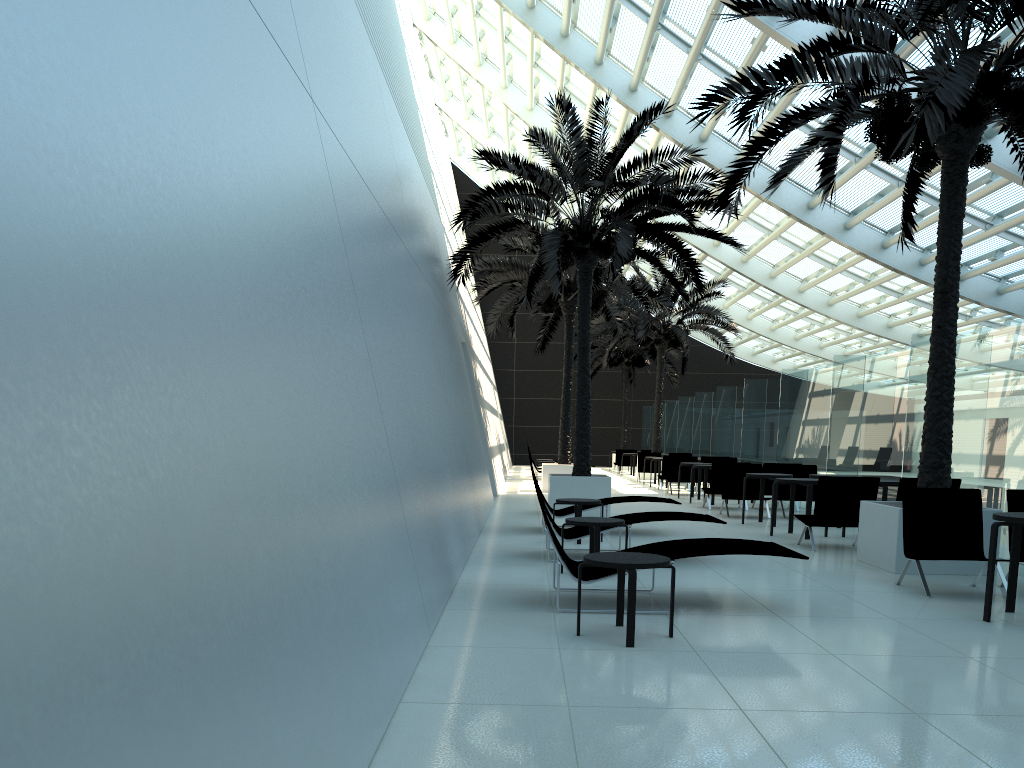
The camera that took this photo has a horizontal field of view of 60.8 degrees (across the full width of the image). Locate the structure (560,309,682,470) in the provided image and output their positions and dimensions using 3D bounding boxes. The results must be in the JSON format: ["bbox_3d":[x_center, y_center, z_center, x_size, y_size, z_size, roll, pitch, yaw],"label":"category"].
[{"bbox_3d":[4.804,0.038,35.825,4.455,7.090,4.759,-1,4,-21],"label":"structure"}]

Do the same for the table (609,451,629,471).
[{"bbox_3d":[4.247,3.056,34.442,0.678,0.788,0.675,-1,3,-42],"label":"table"}]

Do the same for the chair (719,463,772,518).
[{"bbox_3d":[3.949,1.791,14.640,0.716,0.896,0.880,1,2,1],"label":"chair"}]

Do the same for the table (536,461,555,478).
[{"bbox_3d":[1.079,2.708,27.513,0.551,0.522,0.552,2,2,44],"label":"table"}]

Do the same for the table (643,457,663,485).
[{"bbox_3d":[4.100,2.456,24.602,0.676,0.788,0.677,3,3,39],"label":"table"}]

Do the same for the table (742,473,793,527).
[{"bbox_3d":[3.921,1.769,13.357,0.676,0.788,0.677,3,3,39],"label":"table"}]

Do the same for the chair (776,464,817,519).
[{"bbox_3d":[4.881,1.807,14.627,0.716,0.896,0.880,1,2,1],"label":"chair"}]

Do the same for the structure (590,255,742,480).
[{"bbox_3d":[4.648,-0.459,27.685,4.823,7.092,4.393,1,4,-6],"label":"structure"}]

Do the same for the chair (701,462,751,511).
[{"bbox_3d":[3.991,1.896,16.348,0.716,0.896,0.880,1,2,1],"label":"chair"}]

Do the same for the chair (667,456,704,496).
[{"bbox_3d":[4.039,2.136,20.292,0.716,0.896,0.880,1,2,1],"label":"chair"}]

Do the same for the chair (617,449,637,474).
[{"bbox_3d":[4.219,2.824,31.562,0.716,0.896,0.880,1,2,1],"label":"chair"}]

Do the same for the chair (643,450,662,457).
[{"bbox_3d":[5.151,2.840,31.549,0.716,0.896,0.880,1,2,1],"label":"chair"}]

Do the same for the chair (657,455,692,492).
[{"bbox_3d":[4.081,2.240,21.989,0.716,0.896,0.880,1,2,1],"label":"chair"}]

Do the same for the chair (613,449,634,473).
[{"bbox_3d":[4.260,2.928,33.259,0.716,0.896,0.880,1,2,1],"label":"chair"}]

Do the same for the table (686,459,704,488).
[{"bbox_3d":[5.037,2.384,23.159,0.675,0.788,0.677,3,4,44],"label":"table"}]

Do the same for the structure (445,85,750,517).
[{"bbox_3d":[1.280,-1.238,14.319,4.640,6.903,4.233,0,4,-21],"label":"structure"}]

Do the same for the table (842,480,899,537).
[{"bbox_3d":[4.855,1.686,11.727,0.675,0.788,0.677,3,4,44],"label":"table"}]

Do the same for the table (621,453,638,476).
[{"bbox_3d":[4.190,2.801,30.267,0.676,0.788,0.677,3,3,39],"label":"table"}]

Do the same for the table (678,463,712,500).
[{"bbox_3d":[4.010,2.113,18.997,0.676,0.788,0.677,3,3,39],"label":"table"}]

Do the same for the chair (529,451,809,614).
[{"bbox_3d":[1.137,1.119,6.728,2.036,1.170,0.913,1,3,1],"label":"chair"}]

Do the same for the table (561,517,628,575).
[{"bbox_3d":[0.771,1.528,8.182,0.551,0.522,0.552,2,2,44],"label":"table"}]

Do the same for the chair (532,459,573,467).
[{"bbox_3d":[1.528,2.619,31.282,2.036,1.170,0.913,1,3,1],"label":"chair"}]

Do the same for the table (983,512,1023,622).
[{"bbox_3d":[3.808,1.336,6.264,0.678,0.788,0.675,-1,3,-42],"label":"table"}]

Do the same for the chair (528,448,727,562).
[{"bbox_3d":[1.178,1.276,9.299,2.036,1.170,0.913,1,3,1],"label":"chair"}]

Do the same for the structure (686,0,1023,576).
[{"bbox_3d":[4.349,-1.628,8.549,4.810,7.091,4.405,2,4,19],"label":"structure"}]

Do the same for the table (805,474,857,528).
[{"bbox_3d":[4.890,1.785,13.343,0.676,0.788,0.677,3,3,39],"label":"table"}]

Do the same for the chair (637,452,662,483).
[{"bbox_3d":[4.128,2.477,25.873,0.716,0.896,0.880,1,2,1],"label":"chair"}]

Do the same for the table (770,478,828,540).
[{"bbox_3d":[3.886,1.670,11.740,0.675,0.788,0.677,3,4,44],"label":"table"}]

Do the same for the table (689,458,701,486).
[{"bbox_3d":[5.069,2.472,24.589,0.676,0.788,0.677,3,3,39],"label":"table"}]

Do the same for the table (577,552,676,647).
[{"bbox_3d":[0.730,1.371,5.611,0.551,0.522,0.552,2,2,44],"label":"table"}]

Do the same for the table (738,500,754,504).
[{"bbox_3d":[4.947,2.040,17.519,0.675,0.788,0.677,3,4,44],"label":"table"}]

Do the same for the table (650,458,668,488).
[{"bbox_3d":[4.068,2.368,23.172,0.675,0.788,0.677,3,4,44],"label":"table"}]

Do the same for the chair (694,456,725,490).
[{"bbox_3d":[5.013,2.256,21.976,0.716,0.896,0.880,1,2,1],"label":"chair"}]

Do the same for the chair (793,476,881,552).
[{"bbox_3d":[3.898,1.542,10.557,0.716,0.896,0.880,1,2,1],"label":"chair"}]

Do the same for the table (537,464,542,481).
[{"bbox_3d":[1.038,2.551,24.942,0.551,0.522,0.552,2,2,39],"label":"table"}]

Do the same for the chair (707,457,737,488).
[{"bbox_3d":[4.971,2.152,20.280,0.716,0.896,0.880,1,2,1],"label":"chair"}]

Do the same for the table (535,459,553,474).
[{"bbox_3d":[1.121,2.870,30.164,0.551,0.522,0.552,2,2,44],"label":"table"}]

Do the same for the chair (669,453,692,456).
[{"bbox_3d":[5.060,2.493,25.860,0.716,0.896,0.880,1,2,1],"label":"chair"}]

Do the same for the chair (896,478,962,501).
[{"bbox_3d":[4.831,1.558,10.544,0.716,0.896,0.880,1,2,1],"label":"chair"}]

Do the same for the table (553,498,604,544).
[{"bbox_3d":[0.812,1.685,10.753,0.551,0.522,0.552,2,2,44],"label":"table"}]

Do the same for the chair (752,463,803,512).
[{"bbox_3d":[4.923,1.911,16.336,0.716,0.896,0.880,1,2,1],"label":"chair"}]

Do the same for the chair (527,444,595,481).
[{"bbox_3d":[1.445,2.300,26.060,2.036,1.170,0.913,1,3,1],"label":"chair"}]

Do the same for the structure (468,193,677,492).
[{"bbox_3d":[1.171,-0.906,20.316,4.265,6.964,4.606,4,5,34],"label":"structure"}]

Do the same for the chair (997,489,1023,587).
[{"bbox_3d":[4.766,1.367,7.420,0.716,0.896,0.880,1,2,1],"label":"chair"}]

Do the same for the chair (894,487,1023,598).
[{"bbox_3d":[3.834,1.351,7.433,0.716,0.896,0.880,1,2,1],"label":"chair"}]

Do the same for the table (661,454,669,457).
[{"bbox_3d":[5.160,2.818,30.254,0.676,0.788,0.677,3,3,39],"label":"table"}]

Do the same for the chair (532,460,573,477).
[{"bbox_3d":[1.486,2.457,28.631,2.036,1.170,0.913,1,3,1],"label":"chair"}]

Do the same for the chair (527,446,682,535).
[{"bbox_3d":[1.219,1.433,11.871,2.036,1.170,0.913,1,3,1],"label":"chair"}]

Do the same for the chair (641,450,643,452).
[{"bbox_3d":[5.192,2.944,33.246,0.716,0.896,0.880,1,2,1],"label":"chair"}]

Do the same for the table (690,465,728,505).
[{"bbox_3d":[3.978,2.024,17.532,0.675,0.788,0.677,3,4,44],"label":"table"}]
